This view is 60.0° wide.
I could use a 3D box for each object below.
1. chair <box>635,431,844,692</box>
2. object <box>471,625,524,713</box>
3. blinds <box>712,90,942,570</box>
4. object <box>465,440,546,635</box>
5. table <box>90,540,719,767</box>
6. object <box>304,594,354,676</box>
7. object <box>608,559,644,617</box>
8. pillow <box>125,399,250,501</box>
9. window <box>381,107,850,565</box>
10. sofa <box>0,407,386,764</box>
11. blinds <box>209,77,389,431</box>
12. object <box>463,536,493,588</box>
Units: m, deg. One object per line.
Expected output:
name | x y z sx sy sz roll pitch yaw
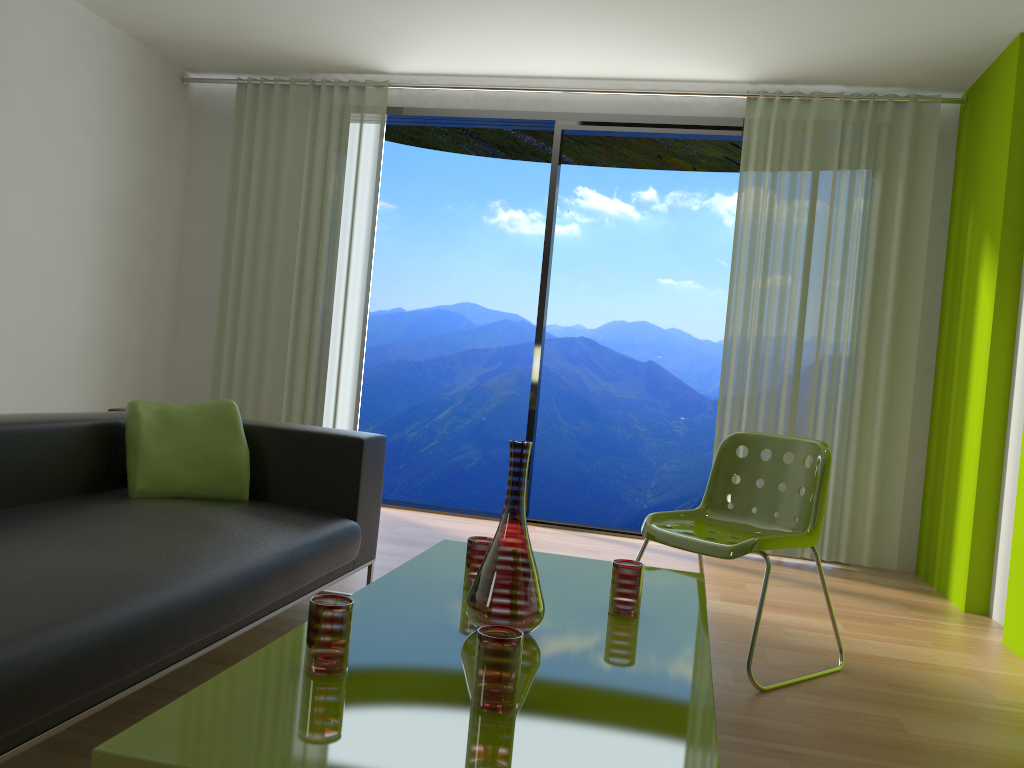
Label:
chair | 0.759 0.547 3.056 0.546 0.759 0.640 5 1 -40
object | -0.024 0.462 1.438 0.076 0.122 0.075 5 1 -23
blinds | 1.698 -0.321 4.892 1.012 2.568 0.067 5 1 11
object | 0.000 0.319 1.857 0.168 0.400 0.168 5 0 -3
table | -0.003 0.693 1.899 0.810 0.349 1.682 5 1 11
object | -0.317 0.435 1.535 0.075 0.122 0.076 5 1 -44
object | 0.270 0.484 2.103 0.075 0.122 0.076 5 1 -44
pillow | -1.112 0.227 3.031 0.399 0.362 0.269 5 1 -30
window | 0.396 -0.363 5.382 3.336 2.498 0.219 5 1 11
sofa | -1.211 0.436 2.160 1.061 0.639 2.583 5 1 11
blinds | -1.348 -0.607 5.505 1.012 2.568 0.067 5 1 11
object | -0.079 0.450 2.230 0.075 0.122 0.076 5 1 -44
